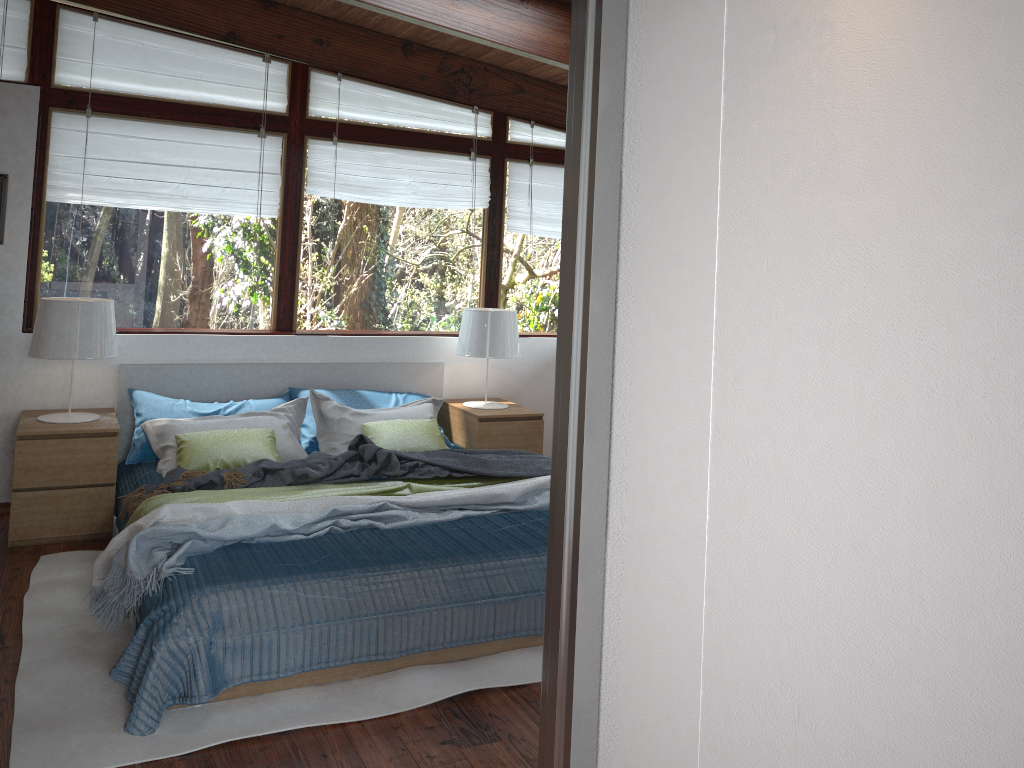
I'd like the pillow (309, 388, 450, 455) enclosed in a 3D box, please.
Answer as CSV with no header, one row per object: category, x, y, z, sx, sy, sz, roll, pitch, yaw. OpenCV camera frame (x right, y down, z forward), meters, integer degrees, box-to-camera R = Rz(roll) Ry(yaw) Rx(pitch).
pillow,-0.678,0.226,4.795,0.850,0.392,0.362,-1,3,-32

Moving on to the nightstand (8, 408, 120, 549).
nightstand,-2.187,0.445,4.272,0.426,0.543,0.612,2,3,-27

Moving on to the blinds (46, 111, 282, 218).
blinds,-1.919,-1.224,4.930,1.232,0.498,0.054,0,-1,-27

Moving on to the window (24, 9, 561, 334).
window,0.620,-0.690,1.647,5.254,1.935,8.368,0,8,-27

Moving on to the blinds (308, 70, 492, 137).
blinds,-0.678,-1.783,5.584,1.238,0.277,0.032,-1,-1,-27

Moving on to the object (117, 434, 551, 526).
object,-0.677,0.457,4.031,2.120,0.408,0.633,0,5,-18

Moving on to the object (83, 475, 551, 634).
object,-0.497,0.637,3.471,2.150,0.377,0.540,-2,6,-32

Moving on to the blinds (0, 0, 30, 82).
blinds,-3.020,-1.872,4.404,1.028,0.567,0.032,0,-1,-27

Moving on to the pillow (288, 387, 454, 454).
pillow,-0.821,0.193,5.082,0.918,0.319,0.368,-1,4,-29

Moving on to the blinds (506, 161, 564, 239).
blinds,0.499,-1.263,6.152,1.174,0.510,0.053,0,-1,-27

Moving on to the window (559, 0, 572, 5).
window,1.082,-1.700,1.938,1.050,0.205,5.398,-1,8,-27

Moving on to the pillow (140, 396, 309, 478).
pillow,-1.411,0.277,4.436,0.870,0.360,0.475,-1,5,-32

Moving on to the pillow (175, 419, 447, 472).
pillow,-0.974,0.314,4.437,1.375,0.220,0.313,-1,5,-27

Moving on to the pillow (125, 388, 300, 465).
pillow,-1.591,0.201,4.693,0.910,0.331,0.349,-1,4,-29

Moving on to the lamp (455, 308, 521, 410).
lamp,-0.147,-0.163,5.339,0.404,0.592,0.407,2,0,-35

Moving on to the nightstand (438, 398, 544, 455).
nightstand,-0.148,0.408,5.303,0.426,0.543,0.612,2,3,-27

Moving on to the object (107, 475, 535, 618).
object,-0.634,0.643,3.807,2.100,0.449,0.494,-1,4,-31

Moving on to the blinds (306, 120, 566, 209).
blinds,-0.090,-1.467,5.861,2.555,0.659,0.054,-1,-1,-27

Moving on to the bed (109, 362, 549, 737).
bed,-0.676,0.436,4.007,2.133,0.770,2.596,0,7,-26

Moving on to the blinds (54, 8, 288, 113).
blinds,-1.893,-1.827,4.972,1.238,0.425,0.032,0,-1,-27

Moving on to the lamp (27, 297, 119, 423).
lamp,-2.169,-0.126,4.317,0.404,0.592,0.407,3,0,-30

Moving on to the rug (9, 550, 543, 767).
rug,-0.462,0.853,3.563,2.705,0.049,1.815,-1,8,-27

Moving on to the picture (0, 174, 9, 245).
picture,-2.858,-0.885,4.307,0.624,0.365,0.041,0,-1,-27
